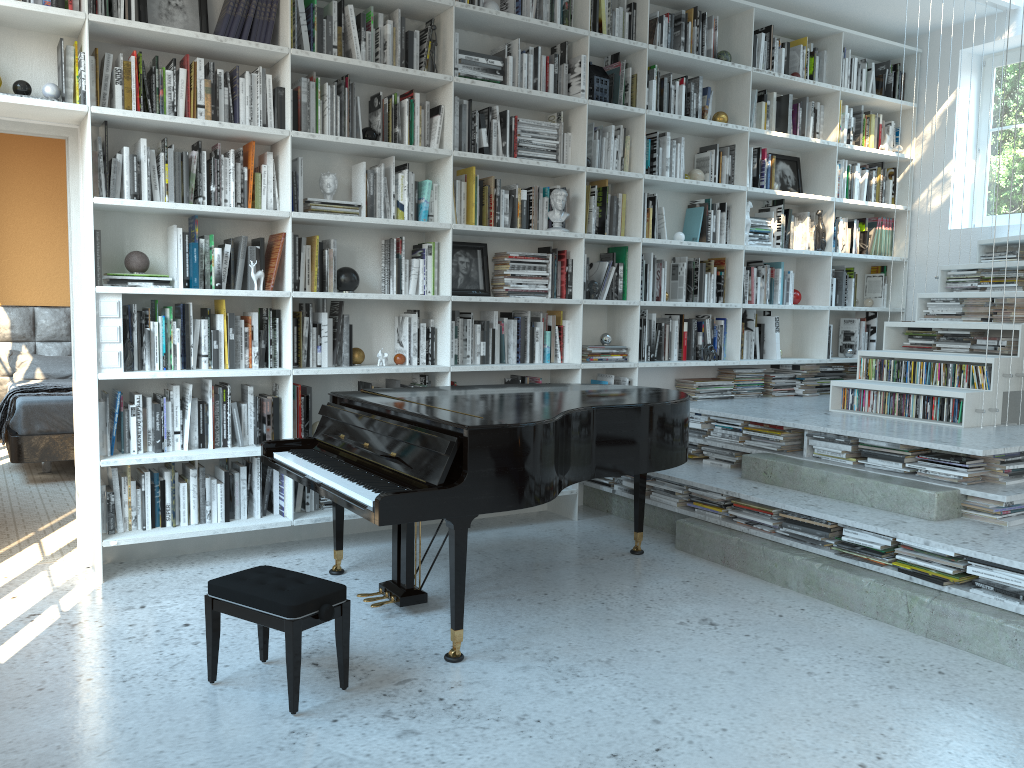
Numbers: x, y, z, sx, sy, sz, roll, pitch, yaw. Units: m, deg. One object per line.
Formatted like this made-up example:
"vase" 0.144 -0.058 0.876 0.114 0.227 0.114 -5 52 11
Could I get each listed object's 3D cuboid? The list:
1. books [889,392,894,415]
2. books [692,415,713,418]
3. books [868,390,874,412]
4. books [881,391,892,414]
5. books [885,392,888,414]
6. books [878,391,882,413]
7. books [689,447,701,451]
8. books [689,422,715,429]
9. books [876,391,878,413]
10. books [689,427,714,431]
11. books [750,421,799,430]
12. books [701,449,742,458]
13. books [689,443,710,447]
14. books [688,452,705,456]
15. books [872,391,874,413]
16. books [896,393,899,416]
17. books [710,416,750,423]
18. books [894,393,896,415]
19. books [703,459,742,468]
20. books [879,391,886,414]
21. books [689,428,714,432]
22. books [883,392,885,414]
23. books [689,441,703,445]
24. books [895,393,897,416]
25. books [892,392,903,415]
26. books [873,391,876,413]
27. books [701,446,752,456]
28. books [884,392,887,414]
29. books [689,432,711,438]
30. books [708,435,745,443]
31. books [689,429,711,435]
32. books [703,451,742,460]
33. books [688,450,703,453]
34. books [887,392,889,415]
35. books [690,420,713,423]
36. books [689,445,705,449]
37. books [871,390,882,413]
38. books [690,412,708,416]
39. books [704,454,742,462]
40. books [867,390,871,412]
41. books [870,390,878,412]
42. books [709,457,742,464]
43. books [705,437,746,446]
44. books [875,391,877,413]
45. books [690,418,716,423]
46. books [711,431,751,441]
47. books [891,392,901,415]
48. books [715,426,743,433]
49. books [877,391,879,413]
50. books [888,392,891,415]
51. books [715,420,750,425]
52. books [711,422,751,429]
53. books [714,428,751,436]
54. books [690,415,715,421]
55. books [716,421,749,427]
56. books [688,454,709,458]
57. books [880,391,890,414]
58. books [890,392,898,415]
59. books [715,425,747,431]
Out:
"books" 2.172 0.109 5.005 0.125 0.125 0.009 -2 6 -31
"books" 1.142 0.183 5.378 0.159 0.007 0.285 -2 6 -32
"books" 2.103 0.098 5.117 0.125 0.125 0.007 -2 6 -31
"books" 2.148 0.105 5.044 0.125 0.125 0.008 -2 6 -31
"books" 2.161 0.107 5.024 0.125 0.125 0.008 -2 6 -31
"books" 2.136 0.103 5.064 0.125 0.125 0.007 -2 6 -31
"books" 1.100 0.381 5.390 0.159 0.009 0.228 -2 5 -30
"books" 1.125 0.238 5.374 0.189 0.030 0.237 -2 6 -34
"books" 2.128 0.102 5.077 0.125 0.125 0.008 -2 6 -31
"books" 1.137 0.257 5.383 0.163 0.008 0.294 -2 6 -33
"books" 1.451 0.219 4.876 0.139 0.028 0.261 -1 5 -26
"books" 1.253 0.394 5.121 0.178 0.009 0.276 -2 5 -30
"books" 1.101 0.355 5.388 0.144 0.009 0.249 -1 5 -27
"books" 1.099 0.409 5.392 0.160 0.014 0.267 -2 6 -32
"books" 2.116 0.100 5.096 0.125 0.125 0.007 -2 6 -31
"books" 2.196 0.112 4.966 0.125 0.125 0.010 -2 6 -31
"books" 1.291 0.202 5.114 0.164 0.015 0.242 -2 6 -36
"books" 2.188 0.111 4.979 0.125 0.125 0.007 -2 6 -31
"books" 1.242 0.456 5.120 0.188 0.028 0.202 -2 6 -36
"books" 2.140 0.104 5.057 0.125 0.125 0.008 -2 6 -31
"books" 1.140 0.265 5.386 0.152 0.009 0.259 -2 6 -34
"books" 2.152 0.106 5.037 0.125 0.125 0.008 -2 6 -31
"books" 1.103 0.343 5.388 0.149 0.014 0.228 -2 6 -33
"books" 2.192 0.112 4.973 0.125 0.125 0.007 -2 6 -31
"books" 2.184 0.110 4.986 0.125 0.125 0.007 -2 6 -31
"books" 2.120 0.101 5.090 0.125 0.125 0.007 -2 6 -31
"books" 1.249 0.381 5.117 0.181 0.017 0.249 -2 6 -34
"books" 2.156 0.106 5.031 0.125 0.125 0.009 -2 6 -31
"books" 1.134 0.299 5.386 0.173 0.017 0.233 -2 6 -32
"books" 1.284 0.313 5.121 0.190 0.012 0.235 -2 6 -33
"books" 1.150 0.280 5.394 0.131 0.021 0.240 -2 5 -29
"books" 1.256 0.407 5.124 0.156 0.017 0.263 -2 6 -35
"books" 1.088 0.394 5.384 0.180 0.017 0.182 -2 6 -34
"books" 2.165 0.107 5.017 0.125 0.125 0.007 -2 6 -31
"books" 1.135 0.220 5.378 0.171 0.007 0.206 -2 5 -29
"books" 1.105 0.368 5.392 0.137 0.018 0.200 -2 6 -35
"books" 2.112 0.100 5.103 0.125 0.125 0.009 -2 6 -31
"books" 1.132 0.170 5.371 0.171 0.020 0.193 -2 6 -36
"books" 1.260 0.421 5.128 0.161 0.012 0.254 -2 5 -30
"books" 2.099 0.098 5.124 0.125 0.125 0.008 -2 6 -31
"books" 2.107 0.099 5.110 0.125 0.125 0.008 -2 6 -31
"books" 1.265 0.434 5.132 0.138 0.015 0.214 -1 5 -27
"books" 1.288 0.325 5.125 0.183 0.012 0.296 -2 6 -32
"books" 2.124 0.101 5.084 0.125 0.125 0.008 -2 6 -31
"books" 1.140 0.210 5.380 0.143 0.012 0.263 -1 5 -26
"books" 1.292 0.296 5.124 0.164 0.023 0.241 -1 5 -27
"books" 2.180 0.110 4.992 0.125 0.125 0.008 -2 6 -31
"books" 1.305 0.259 5.129 0.150 0.013 0.215 -2 5 -31
"books" 2.132 0.103 5.071 0.125 0.125 0.008 -2 6 -31
"books" 2.168 0.108 5.011 0.125 0.125 0.008 -2 6 -31
"books" 1.302 0.216 5.122 0.149 0.013 0.219 -2 5 -28
"books" 1.297 0.236 5.121 0.167 0.008 0.234 -2 6 -32
"books" 1.302 0.275 5.128 0.154 0.018 0.220 -2 6 -32
"books" 1.140 0.195 5.379 0.163 0.018 0.289 -2 6 -32
"books" 1.302 0.227 5.123 0.160 0.010 0.179 -2 5 -31
"books" 1.083 0.421 5.384 0.187 0.009 0.260 -2 5 -28
"books" 2.144 0.104 5.050 0.125 0.125 0.008 -2 6 -31
"books" 2.176 0.109 4.998 0.125 0.125 0.007 -2 6 -31
"books" 1.303 0.246 5.126 0.144 0.013 0.220 -2 5 -28
